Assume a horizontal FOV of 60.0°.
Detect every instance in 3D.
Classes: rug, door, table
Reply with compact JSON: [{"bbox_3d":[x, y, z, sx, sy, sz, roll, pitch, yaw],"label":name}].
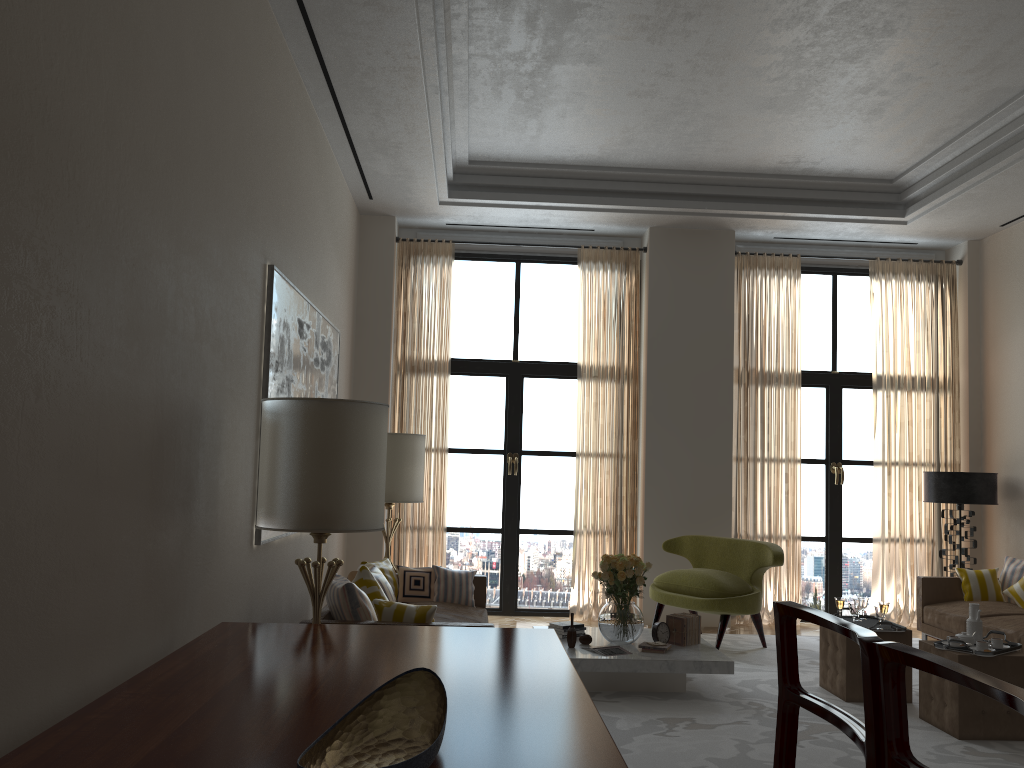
[{"bbox_3d":[2.302,2.672,7.746,5.518,0.065,5.744,2,-6,-3],"label":"rug"},{"bbox_3d":[4.332,0.790,11.858,3.086,4.757,0.240,2,-4,-3],"label":"door"},{"bbox_3d":[0.044,0.646,11.660,3.258,4.757,0.240,2,-4,-3],"label":"door"},{"bbox_3d":[1.027,2.533,8.103,1.584,0.342,1.504,2,-6,-3],"label":"table"},{"bbox_3d":[-0.590,1.639,2.895,1.800,1.025,3.809,2,-6,-3],"label":"table"}]

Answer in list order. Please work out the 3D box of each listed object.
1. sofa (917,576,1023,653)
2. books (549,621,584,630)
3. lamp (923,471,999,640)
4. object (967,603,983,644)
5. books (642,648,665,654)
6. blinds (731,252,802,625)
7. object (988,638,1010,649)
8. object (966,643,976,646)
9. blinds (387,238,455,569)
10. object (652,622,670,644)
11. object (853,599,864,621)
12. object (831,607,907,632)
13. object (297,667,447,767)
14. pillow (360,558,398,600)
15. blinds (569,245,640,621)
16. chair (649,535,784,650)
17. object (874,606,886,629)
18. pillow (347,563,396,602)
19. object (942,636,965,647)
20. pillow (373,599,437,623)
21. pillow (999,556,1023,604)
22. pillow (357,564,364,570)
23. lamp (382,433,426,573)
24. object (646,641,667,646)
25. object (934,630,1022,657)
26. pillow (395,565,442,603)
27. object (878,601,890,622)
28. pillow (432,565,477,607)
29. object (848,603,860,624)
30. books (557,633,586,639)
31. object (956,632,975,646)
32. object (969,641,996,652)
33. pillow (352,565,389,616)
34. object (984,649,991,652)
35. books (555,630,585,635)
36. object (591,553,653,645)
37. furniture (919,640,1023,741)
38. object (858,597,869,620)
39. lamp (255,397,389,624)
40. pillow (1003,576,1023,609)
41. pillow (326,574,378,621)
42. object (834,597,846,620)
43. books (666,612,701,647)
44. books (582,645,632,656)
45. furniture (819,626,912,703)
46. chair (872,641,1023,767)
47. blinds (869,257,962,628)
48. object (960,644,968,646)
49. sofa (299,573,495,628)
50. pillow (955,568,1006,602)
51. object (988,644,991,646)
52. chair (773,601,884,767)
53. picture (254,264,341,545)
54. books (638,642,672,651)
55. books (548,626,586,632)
[{"bbox_3d":[5.346,2.482,8.668,1.351,0.818,2.986,2,-6,-3],"label":"sofa"},{"bbox_3d":[0.512,2.261,8.313,0.260,0.030,0.207,6,-7,-35],"label":"books"},{"bbox_3d":[5.495,2.094,10.862,0.829,2.014,0.831,2,-4,2],"label":"lamp"},{"bbox_3d":[3.659,1.894,7.012,0.113,0.304,0.126,-1,-5,34],"label":"object"},{"bbox_3d":[1.246,2.324,7.780,0.197,0.024,0.256,0,-6,15],"label":"books"},{"bbox_3d":[3.316,0.722,11.589,0.960,4.864,0.420,2,-4,-1],"label":"blinds"},{"bbox_3d":[3.736,1.996,6.827,0.176,0.067,0.176,2,-5,-4],"label":"object"},{"bbox_3d":[3.548,1.992,6.764,0.186,0.026,0.041,1,-5,5],"label":"object"},{"bbox_3d":[-1.169,0.577,11.381,0.780,4.876,0.420,2,-4,0],"label":"blinds"},{"bbox_3d":[1.352,2.259,8.026,0.205,0.208,0.082,6,-6,-41],"label":"object"},{"bbox_3d":[3.121,2.037,7.984,0.098,0.191,0.098,2,-4,-3],"label":"object"},{"bbox_3d":[3.110,2.081,7.835,0.491,0.091,0.804,2,-6,-3],"label":"object"},{"bbox_3d":[-0.374,1.011,2.540,0.331,0.164,1.086,1,-6,8],"label":"object"},{"bbox_3d":[-1.256,1.943,8.597,0.296,0.475,0.516,0,-5,19],"label":"pillow"},{"bbox_3d":[1.221,0.651,11.490,0.874,4.864,0.419,2,-4,0],"label":"blinds"},{"bbox_3d":[2.170,2.348,9.964,1.030,1.211,1.792,5,-6,-35],"label":"chair"},{"bbox_3d":[3.138,1.995,7.555,0.098,0.191,0.098,2,-4,-3],"label":"object"},{"bbox_3d":[-1.144,1.794,7.356,0.403,0.546,0.618,2,-5,1],"label":"pillow"},{"bbox_3d":[3.387,1.968,6.785,0.176,0.067,0.176,4,-6,-27],"label":"object"},{"bbox_3d":[-0.749,1.736,6.257,0.482,0.432,0.318,1,-5,7],"label":"pillow"},{"bbox_3d":[5.667,2.211,9.804,0.355,0.575,0.624,4,-5,-24],"label":"pillow"},{"bbox_3d":[-1.224,1.893,7.728,0.371,0.564,0.661,2,-5,-7],"label":"pillow"},{"bbox_3d":[-1.396,1.691,10.000,0.768,2.250,0.768,5,-5,-39],"label":"lamp"},{"bbox_3d":[1.271,2.281,7.790,0.139,0.019,0.137,4,-6,-18],"label":"object"},{"bbox_3d":[3.590,1.985,6.830,0.721,0.101,0.441,6,-7,-39],"label":"object"},{"bbox_3d":[-0.928,1.994,8.698,0.464,0.411,0.304,2,-5,-4],"label":"pillow"},{"bbox_3d":[3.292,2.028,7.843,0.098,0.191,0.098,0,-5,23],"label":"object"},{"bbox_3d":[-0.561,2.000,8.679,0.498,0.427,0.327,3,-5,-15],"label":"pillow"},{"bbox_3d":[2.972,2.005,7.703,0.098,0.191,0.098,0,-5,23],"label":"object"},{"bbox_3d":[0.516,2.344,8.314,0.281,0.035,0.207,6,-7,-35],"label":"books"},{"bbox_3d":[3.526,1.979,6.911,0.176,0.105,0.136,2,-5,-6],"label":"object"},{"bbox_3d":[3.536,1.973,6.666,0.176,0.067,0.176,2,-5,-1],"label":"object"},{"bbox_3d":[-1.091,1.701,6.793,0.767,0.616,0.356,-3,-6,41],"label":"pillow"},{"bbox_3d":[3.523,1.983,6.565,0.053,0.025,0.049,2,-5,-1],"label":"object"},{"bbox_3d":[0.514,2.313,8.305,0.263,0.024,0.207,6,-7,-39],"label":"books"},{"bbox_3d":[1.026,1.961,8.084,0.540,0.820,0.628,2,-5,-7],"label":"object"},{"bbox_3d":[3.550,2.340,6.806,0.613,0.615,0.615,2,-5,-3],"label":"furniture"},{"bbox_3d":[3.208,2.051,8.097,0.098,0.191,0.098,-3,-6,44],"label":"object"},{"bbox_3d":[-1.172,1.237,5.353,0.768,2.250,0.768,5,-5,-36],"label":"lamp"},{"bbox_3d":[5.608,2.153,9.406,0.767,0.616,0.356,-3,-6,41],"label":"pillow"},{"bbox_3d":[-1.150,1.676,6.393,0.355,0.575,0.624,4,-5,-24],"label":"pillow"},{"bbox_3d":[2.980,2.039,8.050,0.098,0.191,0.098,3,-5,-20],"label":"object"},{"bbox_3d":[1.574,2.251,8.143,0.282,0.264,0.211,6,-6,-42],"label":"books"},{"bbox_3d":[0.817,2.297,7.684,0.281,0.038,0.384,5,-6,-30],"label":"books"},{"bbox_3d":[3.106,2.427,7.815,0.613,0.615,0.615,2,-5,-3],"label":"furniture"},{"bbox_3d":[0.517,1.304,1.689,0.878,1.502,0.657,2,-4,-3],"label":"chair"},{"bbox_3d":[5.289,0.788,11.678,1.242,4.864,0.419,2,-4,-1],"label":"blinds"},{"bbox_3d":[3.426,1.983,6.731,0.052,0.027,0.080,-4,-8,44],"label":"object"},{"bbox_3d":[-0.852,2.185,7.474,1.351,0.818,2.986,2,-6,-3],"label":"sofa"},{"bbox_3d":[5.263,2.273,9.931,0.482,0.432,0.318,1,-5,7],"label":"pillow"},{"bbox_3d":[3.713,2.024,6.888,0.041,0.015,0.187,-3,-7,39],"label":"object"},{"bbox_3d":[0.474,1.367,2.334,0.878,1.502,0.657,2,-4,-3],"label":"chair"},{"bbox_3d":[-1.813,0.287,7.812,0.045,1.994,3.068,2,-5,-2],"label":"picture"},{"bbox_3d":[1.258,2.301,7.782,0.255,0.026,0.202,-1,-6,22],"label":"books"},{"bbox_3d":[0.517,2.290,8.319,0.281,0.024,0.230,6,-7,-37],"label":"books"}]
